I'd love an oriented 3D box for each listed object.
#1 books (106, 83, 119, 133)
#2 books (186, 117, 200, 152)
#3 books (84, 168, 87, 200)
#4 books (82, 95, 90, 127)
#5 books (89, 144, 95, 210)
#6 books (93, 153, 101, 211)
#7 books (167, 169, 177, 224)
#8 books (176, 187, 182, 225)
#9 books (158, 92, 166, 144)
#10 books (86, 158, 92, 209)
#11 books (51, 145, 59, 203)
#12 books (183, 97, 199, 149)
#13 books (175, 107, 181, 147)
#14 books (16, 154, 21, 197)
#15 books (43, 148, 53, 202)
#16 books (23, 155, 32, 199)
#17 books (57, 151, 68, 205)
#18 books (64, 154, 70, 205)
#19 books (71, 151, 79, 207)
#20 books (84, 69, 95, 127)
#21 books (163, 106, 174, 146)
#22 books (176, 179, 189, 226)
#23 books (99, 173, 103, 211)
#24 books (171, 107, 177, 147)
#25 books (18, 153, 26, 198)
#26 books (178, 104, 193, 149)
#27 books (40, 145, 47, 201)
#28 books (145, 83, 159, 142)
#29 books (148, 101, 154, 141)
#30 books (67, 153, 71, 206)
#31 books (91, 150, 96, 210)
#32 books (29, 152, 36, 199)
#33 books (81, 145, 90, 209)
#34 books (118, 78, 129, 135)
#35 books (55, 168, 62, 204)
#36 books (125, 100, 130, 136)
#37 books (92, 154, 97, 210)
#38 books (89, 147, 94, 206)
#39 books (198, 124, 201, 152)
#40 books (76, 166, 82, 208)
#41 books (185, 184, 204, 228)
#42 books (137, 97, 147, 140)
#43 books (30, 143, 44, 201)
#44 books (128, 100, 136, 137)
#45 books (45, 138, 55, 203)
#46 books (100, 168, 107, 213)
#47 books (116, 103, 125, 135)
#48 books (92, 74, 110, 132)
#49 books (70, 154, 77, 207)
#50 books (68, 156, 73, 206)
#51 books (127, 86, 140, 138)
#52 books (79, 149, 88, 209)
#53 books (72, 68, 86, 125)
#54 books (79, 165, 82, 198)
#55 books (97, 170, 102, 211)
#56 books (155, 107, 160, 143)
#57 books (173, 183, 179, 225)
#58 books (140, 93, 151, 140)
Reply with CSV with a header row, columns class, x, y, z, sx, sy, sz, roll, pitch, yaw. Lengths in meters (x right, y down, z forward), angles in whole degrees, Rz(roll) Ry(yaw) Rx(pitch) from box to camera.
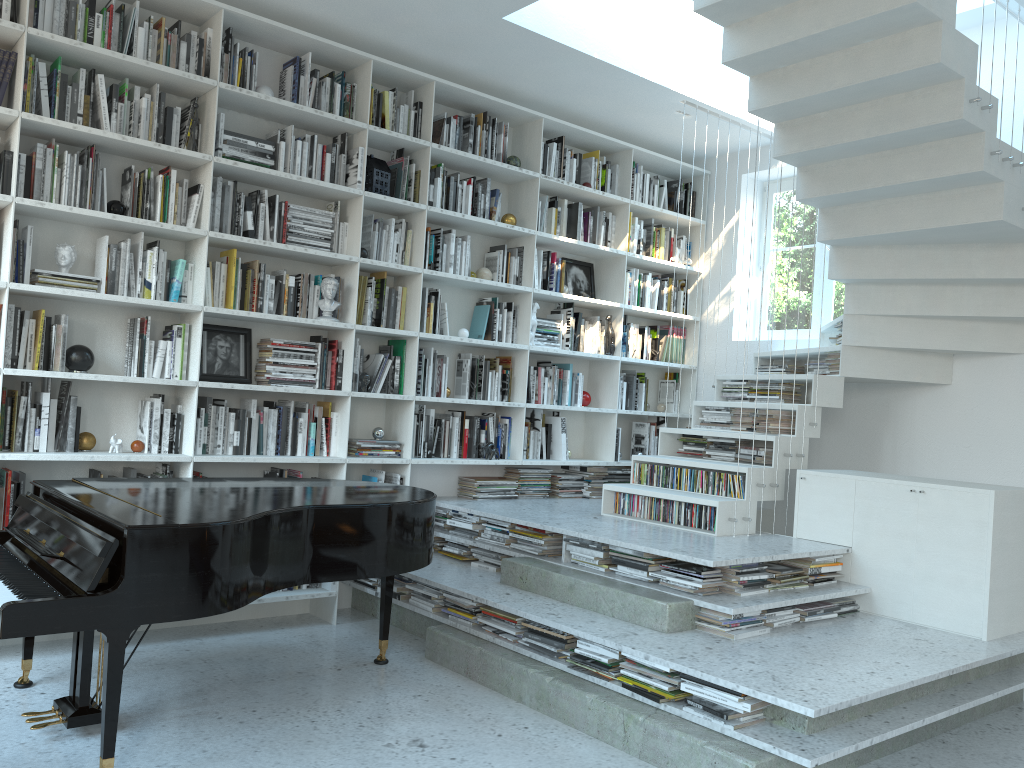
class,x,y,z,sx,sy,sz,roll,pitch,yaw
books,-1.917,-1.278,4.224,0.027,0.265,0.168,4,-1,-39
books,-1.623,-1.226,4.483,0.028,0.211,0.134,4,-1,-39
books,-2.028,-0.895,4.163,0.012,0.217,0.133,4,-1,-39
books,-2.012,-1.244,4.150,0.034,0.180,0.160,4,-1,-39
books,-1.997,-0.950,4.174,0.005,0.331,0.161,4,-1,-39
books,-1.971,-0.927,4.167,0.011,0.287,0.188,4,-1,-39
books,-1.713,-0.903,4.391,0.022,0.284,0.190,4,-1,-39
books,-1.688,-0.866,4.427,0.024,0.216,0.142,4,-1,-39
books,-1.751,-1.277,4.372,0.022,0.290,0.146,4,-1,-39
books,-2.003,-0.916,4.158,0.010,0.262,0.158,4,-1,-39
books,-2.109,-0.937,4.055,0.010,0.283,0.183,4,-1,-39
books,-1.638,-1.274,4.438,0.058,0.302,0.175,4,-1,-39
books,-1.695,-1.245,4.418,0.025,0.237,0.153,4,-1,-39
books,-2.231,-0.909,3.966,0.015,0.207,0.186,4,-1,-39
books,-2.136,-0.928,4.044,0.024,0.262,0.177,4,-1,-39
books,-2.208,-0.912,4.015,0.024,0.219,0.140,4,-1,-39
books,-2.076,-0.924,4.073,0.009,0.263,0.189,4,-1,-39
books,-2.069,-0.917,4.081,0.012,0.251,0.184,4,-1,-39
books,-2.045,-0.929,4.117,0.011,0.279,0.169,4,-1,-39
books,-1.995,-1.310,4.172,0.013,0.315,0.135,4,-1,-39
books,-1.721,-1.238,4.372,0.030,0.217,0.182,4,-1,-39
books,-1.663,-0.885,4.435,0.022,0.257,0.155,4,-1,-39
books,-1.968,-0.887,4.204,0.004,0.209,0.132,4,-1,-39
books,-1.703,-1.239,4.391,0.022,0.222,0.161,4,-1,-39
books,-2.229,-0.916,3.999,0.029,0.225,0.136,4,-1,-39
books,-1.651,-1.256,4.428,0.055,0.264,0.166,4,-1,-39
books,-2.148,-0.936,4.032,0.012,0.276,0.157,4,-1,-39
books,-1.767,-1.290,4.328,0.011,0.313,0.183,4,-1,-39
books,-1.785,-1.250,4.328,0.013,0.231,0.141,4,-1,-39
books,-2.076,-0.922,4.106,0.010,0.261,0.169,4,-1,-39
books,-1.993,-0.937,4.176,0.005,0.305,0.162,4,-1,-39
books,-2.185,-0.920,4.017,0.012,0.240,0.134,4,-1,-39
books,-2.011,-0.946,4.159,0.004,0.321,0.153,4,-1,-39
books,-1.875,-1.296,4.249,0.012,0.308,0.145,4,-1,-39
books,-2.108,-0.887,4.080,0.029,0.186,0.149,4,-1,-39
books,-1.880,-1.248,4.279,0.024,0.212,0.128,4,-1,-39
books,-1.989,-0.926,4.177,0.004,0.284,0.166,4,-1,-39
books,-2.004,-0.943,4.173,0.005,0.316,0.157,4,-1,-39
books,-1.610,-1.216,4.503,0.019,0.194,0.098,4,-1,-39
books,-2.035,-0.893,4.118,0.011,0.209,0.181,4,-1,-39
books,-1.617,-0.872,4.445,0.064,0.237,0.208,4,-1,-39
books,-1.811,-1.250,4.288,0.021,0.226,0.191,4,-1,-39
books,-2.165,-0.939,4.023,0.026,0.279,0.151,4,-1,-39
books,-1.850,-1.244,4.270,0.010,0.208,0.173,4,-1,-39
books,-2.129,-0.954,4.065,0.011,0.317,0.154,4,-1,-39
books,-1.950,-0.896,4.209,0.031,0.232,0.147,4,-1,-39
books,-1.894,-1.234,4.235,0.028,0.180,0.168,4,-1,-39
books,-1.946,-1.291,4.180,0.075,0.285,0.178,4,-1,-39
books,-2.050,-0.920,4.106,0.009,0.261,0.180,4,-1,-39
books,-2.068,-0.918,4.112,0.011,0.256,0.152,4,-1,-39
books,-1.842,-1.283,4.292,0.026,0.286,0.137,4,-1,-39
books,-2.018,-0.933,4.137,0.011,0.291,0.176,4,-1,-39
books,-2.024,-1.302,4.125,0.023,0.293,0.155,4,-1,-39
books,-2.041,-0.901,4.145,0.011,0.226,0.129,4,-1,-39
books,-1.975,-0.891,4.201,0.012,0.218,0.151,4,-1,-39
books,-1.770,-1.240,4.355,0.024,0.213,0.150,4,-1,-39
books,-1.701,-0.874,4.416,0.011,0.229,0.165,4,-1,-39
books,-1.802,-1.266,4.318,0.028,0.261,0.135,4,-1,-39
